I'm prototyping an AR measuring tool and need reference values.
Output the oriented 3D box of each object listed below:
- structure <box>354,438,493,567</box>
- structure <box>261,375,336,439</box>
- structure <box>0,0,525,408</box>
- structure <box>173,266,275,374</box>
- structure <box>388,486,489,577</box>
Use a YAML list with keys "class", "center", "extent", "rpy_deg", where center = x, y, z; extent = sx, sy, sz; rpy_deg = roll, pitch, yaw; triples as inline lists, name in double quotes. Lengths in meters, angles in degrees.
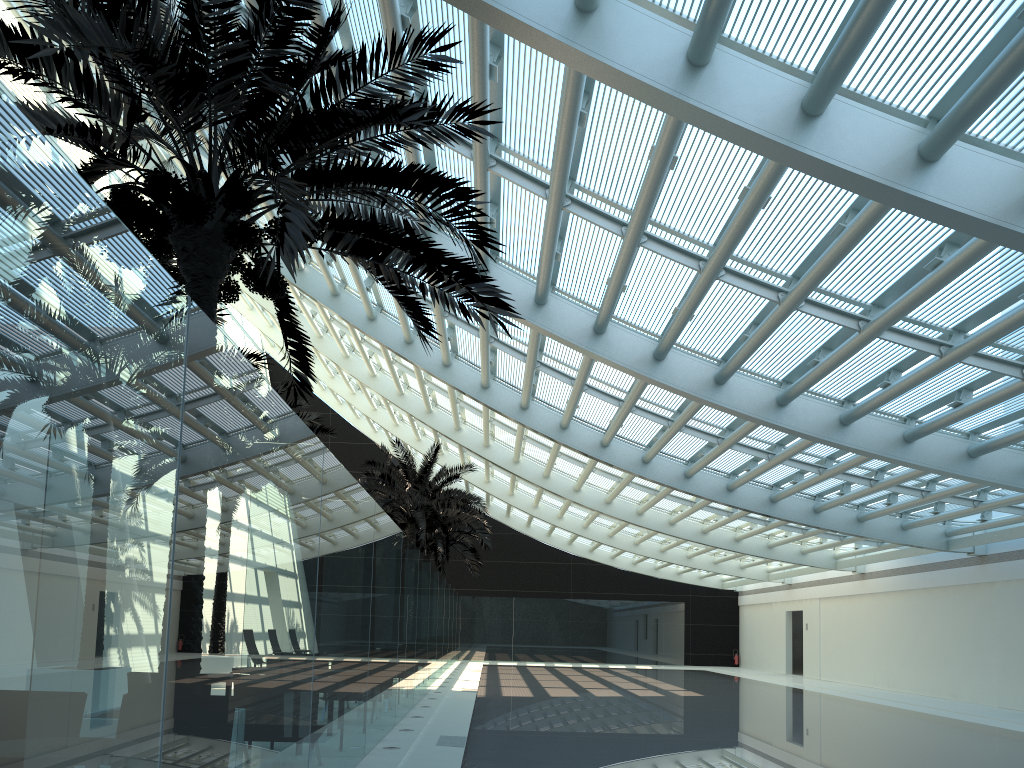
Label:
- class: "structure"
  center: [-3.042, 5.106, 26.029]
  extent: [4.828, 6.809, 4.571]
  rpy_deg: [3, -9, -7]
- class: "structure"
  center: [-6.218, 2.966, 18.505]
  extent: [4.314, 6.687, 4.743]
  rpy_deg: [-4, -10, 32]
- class: "structure"
  center: [-2.566, -0.281, 6.833]
  extent: [4.827, 6.809, 4.572]
  rpy_deg: [-1, -9, 17]
- class: "structure"
  center: [-5.866, 1.314, 12.489]
  extent: [4.670, 6.628, 4.381]
  rpy_deg: [5, -9, -22]
- class: "structure"
  center: [-3.216, 7.399, 34.196]
  extent: [4.483, 6.807, 4.926]
  rpy_deg: [5, -10, -22]
